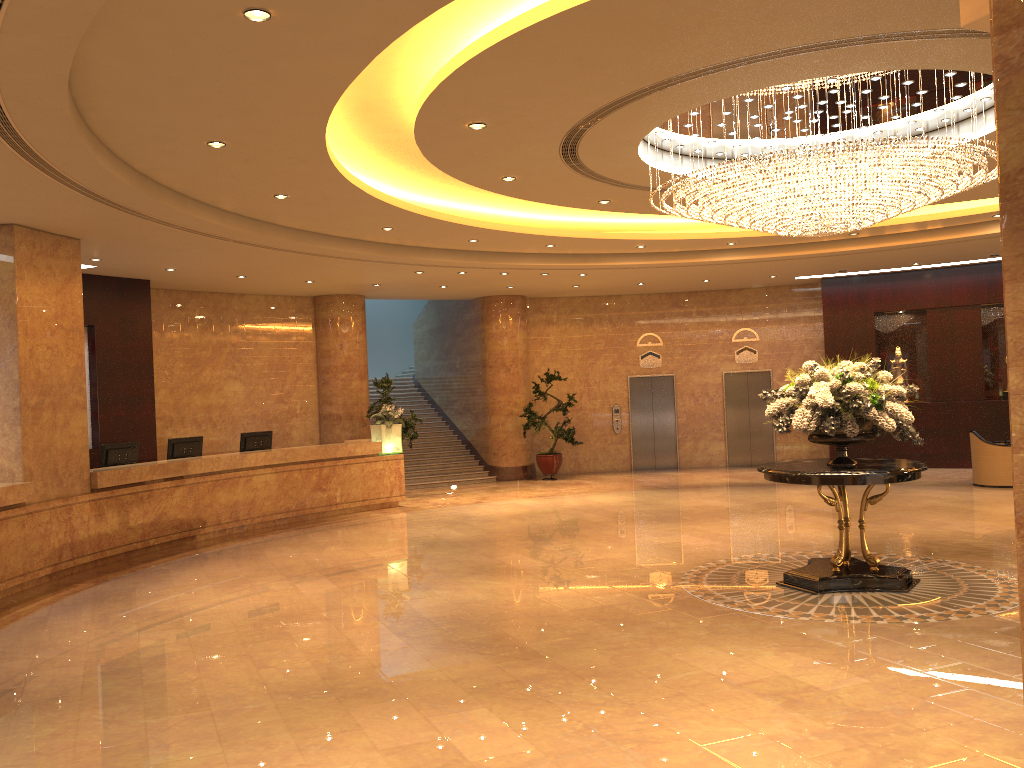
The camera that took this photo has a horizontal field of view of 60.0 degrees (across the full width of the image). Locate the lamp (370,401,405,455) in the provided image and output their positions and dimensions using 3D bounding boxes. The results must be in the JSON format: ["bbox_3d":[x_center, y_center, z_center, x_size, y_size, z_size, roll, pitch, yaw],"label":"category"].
[{"bbox_3d":[-2.147,0.756,15.467,0.532,0.897,0.606,-3,-1,45],"label":"lamp"}]

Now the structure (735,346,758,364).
[{"bbox_3d":[5.227,-0.656,19.778,0.504,0.405,0.012,-3,-1,12],"label":"structure"}]

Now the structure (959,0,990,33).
[{"bbox_3d":[4.289,-2.178,5.259,4.113,0.483,0.425,-2,-1,-24],"label":"structure"}]

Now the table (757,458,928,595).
[{"bbox_3d":[3.076,1.290,8.248,1.493,1.089,1.493,-2,-1,-31],"label":"table"}]

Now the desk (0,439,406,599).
[{"bbox_3d":[-4.602,1.619,10.125,3.466,1.155,12.951,-3,-1,11],"label":"desk"}]

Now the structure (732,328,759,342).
[{"bbox_3d":[5.206,-1.103,19.781,0.600,0.293,0.010,-3,-1,12],"label":"structure"}]

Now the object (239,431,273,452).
[{"bbox_3d":[-4.064,1.008,14.094,0.531,0.500,0.430,-2,-1,-16],"label":"object"}]

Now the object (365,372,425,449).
[{"bbox_3d":[-2.321,0.972,16.898,0.843,2.363,1.250,-2,-1,-43],"label":"object"}]

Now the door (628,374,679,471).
[{"bbox_3d":[3.188,0.864,20.046,1.070,2.145,0.150,-3,-1,1],"label":"door"}]

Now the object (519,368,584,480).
[{"bbox_3d":[0.803,0.850,18.759,1.250,2.363,0.843,-3,-1,-2],"label":"object"}]

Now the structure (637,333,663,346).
[{"bbox_3d":[3.106,-1.007,20.019,0.600,0.293,0.010,-3,-1,1],"label":"structure"}]

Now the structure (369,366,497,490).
[{"bbox_3d":[-3.028,-0.558,21.579,9.849,5.560,7.472,-2,-1,-24],"label":"structure"}]

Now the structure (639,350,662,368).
[{"bbox_3d":[3.126,-0.561,20.017,0.504,0.405,0.012,-3,-1,1],"label":"structure"}]

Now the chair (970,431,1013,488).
[{"bbox_3d":[8.033,1.217,14.685,0.769,0.916,0.951,-3,-1,11],"label":"chair"}]

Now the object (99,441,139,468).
[{"bbox_3d":[-5.286,1.044,11.949,0.531,0.500,0.430,-2,-1,-27],"label":"object"}]

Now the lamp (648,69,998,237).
[{"bbox_3d":[2.905,-1.994,8.328,3.204,1.196,3.206,-3,-1,13],"label":"lamp"}]

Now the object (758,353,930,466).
[{"bbox_3d":[3.009,0.249,8.227,1.318,0.999,1.277,-3,-1,7],"label":"object"}]

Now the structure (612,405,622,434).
[{"bbox_3d":[2.364,0.795,19.971,0.200,0.661,0.053,-3,-1,-2],"label":"structure"}]

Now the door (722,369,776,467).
[{"bbox_3d":[5.298,0.770,19.816,1.070,2.149,0.150,-3,-1,12],"label":"door"}]

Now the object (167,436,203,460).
[{"bbox_3d":[-4.787,1.031,12.991,0.531,0.500,0.430,-2,-1,-21],"label":"object"}]
